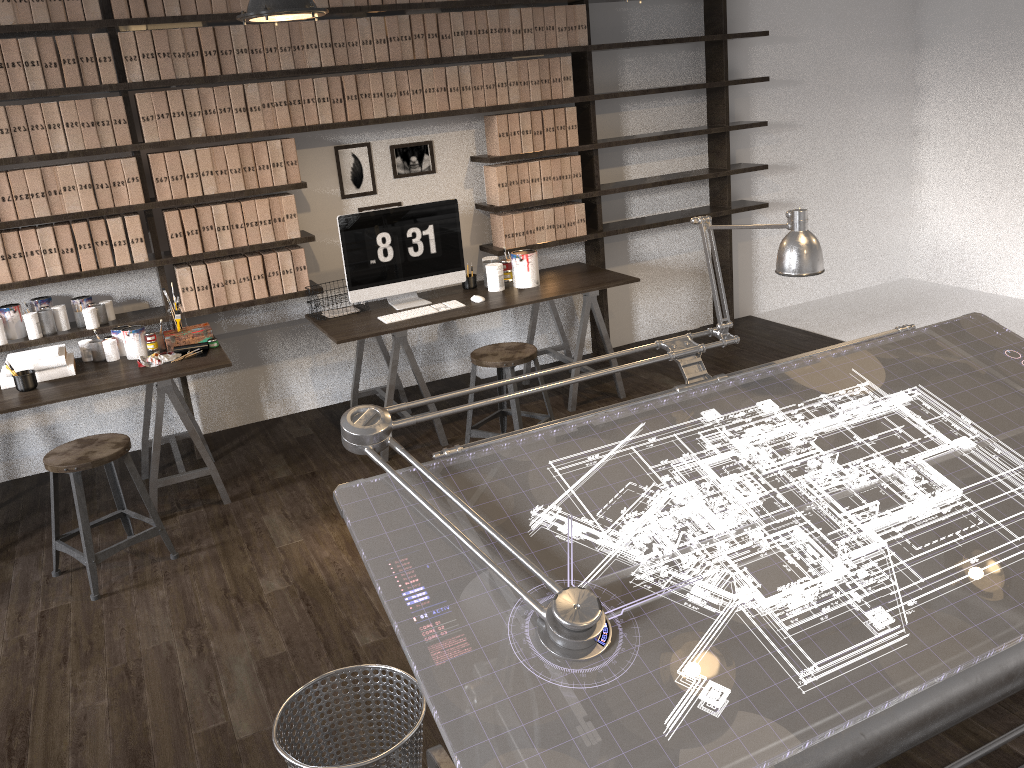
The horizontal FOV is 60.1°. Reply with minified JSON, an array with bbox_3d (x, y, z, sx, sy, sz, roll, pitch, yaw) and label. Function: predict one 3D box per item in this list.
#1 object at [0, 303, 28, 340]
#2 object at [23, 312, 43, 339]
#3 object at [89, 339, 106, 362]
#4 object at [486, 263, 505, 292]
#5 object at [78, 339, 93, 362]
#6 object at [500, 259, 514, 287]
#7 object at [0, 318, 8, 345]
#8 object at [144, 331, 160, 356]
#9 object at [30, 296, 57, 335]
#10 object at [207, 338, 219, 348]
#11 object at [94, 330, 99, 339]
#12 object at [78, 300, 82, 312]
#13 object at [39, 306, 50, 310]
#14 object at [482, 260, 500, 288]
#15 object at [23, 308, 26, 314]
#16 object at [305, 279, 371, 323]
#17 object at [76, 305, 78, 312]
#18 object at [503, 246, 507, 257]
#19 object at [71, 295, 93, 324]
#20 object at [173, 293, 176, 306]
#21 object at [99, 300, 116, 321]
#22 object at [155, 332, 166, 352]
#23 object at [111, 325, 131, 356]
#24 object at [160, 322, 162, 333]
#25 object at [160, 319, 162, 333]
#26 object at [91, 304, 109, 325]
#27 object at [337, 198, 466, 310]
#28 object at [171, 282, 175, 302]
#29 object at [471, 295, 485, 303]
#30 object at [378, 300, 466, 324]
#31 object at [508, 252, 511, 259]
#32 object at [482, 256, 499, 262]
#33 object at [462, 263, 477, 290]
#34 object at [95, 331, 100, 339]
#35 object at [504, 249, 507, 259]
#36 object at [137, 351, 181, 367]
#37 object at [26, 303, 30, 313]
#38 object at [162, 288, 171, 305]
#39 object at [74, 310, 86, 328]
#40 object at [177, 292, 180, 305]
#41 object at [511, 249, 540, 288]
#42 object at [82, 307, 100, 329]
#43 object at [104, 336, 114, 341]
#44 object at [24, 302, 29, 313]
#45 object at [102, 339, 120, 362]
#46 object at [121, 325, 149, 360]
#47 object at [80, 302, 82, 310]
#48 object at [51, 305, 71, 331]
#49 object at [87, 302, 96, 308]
[{"bbox_3d":[-2.340,-0.289,4.156,0.095,0.159,0.095,-14,19,-27],"label":"object"},{"bbox_3d":[-2.226,-0.269,4.114,0.062,0.117,0.062,6,20,33],"label":"object"},{"bbox_3d":[-1.928,-0.155,4.128,0.062,0.092,0.064,0,18,16],"label":"object"},{"bbox_3d":[-0.090,-0.575,4.783,0.094,0.142,0.096,-5,17,2],"label":"object"},{"bbox_3d":[-1.991,-0.157,4.152,0.062,0.093,0.063,0,18,16],"label":"object"},{"bbox_3d":[-0.028,-0.604,4.851,0.069,0.152,0.068,9,22,40],"label":"object"},{"bbox_3d":[-2.354,-0.237,4.054,0.062,0.117,0.062,2,19,25],"label":"object"},{"bbox_3d":[-1.679,-0.186,4.133,0.050,0.110,0.049,-12,18,-20],"label":"object"},{"bbox_3d":[-2.229,-0.321,4.217,0.094,0.159,0.207,-12,19,-21],"label":"object"},{"bbox_3d":[-1.414,-0.194,4.187,0.049,0.037,0.049,-12,19,-19],"label":"object"},{"bbox_3d":[-1.951,-0.196,4.194,0.030,0.131,0.004,-11,17,-19],"label":"object"},{"bbox_3d":[-2.057,-0.337,4.234,0.004,0.133,0.030,-14,18,-27],"label":"object"},{"bbox_3d":[-2.211,-0.305,4.214,0.044,0.126,0.045,-7,17,-6],"label":"object"},{"bbox_3d":[-0.110,-0.607,4.886,0.097,0.141,0.097,-8,17,-7],"label":"object"},{"bbox_3d":[-2.278,-0.299,4.170,0.004,0.128,0.035,-5,16,1],"label":"object"},{"bbox_3d":[-0.901,-0.438,4.579,0.286,0.158,0.205,-17,21,-30],"label":"object"},{"bbox_3d":[-2.073,-0.328,4.236,0.004,0.103,0.035,-13,18,-24],"label":"object"},{"bbox_3d":[-0.024,-0.668,4.948,0.007,0.201,0.045,-20,22,-41],"label":"object"},{"bbox_3d":[-2.094,-0.360,4.334,0.094,0.128,0.095,-18,21,-35],"label":"object"},{"bbox_3d":[-1.580,-0.340,4.178,0.005,0.177,0.022,-7,16,-5],"label":"object"},{"bbox_3d":[-1.981,-0.358,4.337,0.062,0.094,0.063,-3,17,8],"label":"object"},{"bbox_3d":[-1.683,-0.197,4.202,0.060,0.087,0.060,-11,18,-19],"label":"object"},{"bbox_3d":[-1.846,-0.206,4.214,0.095,0.126,0.095,-14,19,-26],"label":"object"},{"bbox_3d":[-1.667,-0.230,4.191,0.040,0.128,0.005,-13,18,-25],"label":"object"},{"bbox_3d":[-1.661,-0.233,4.200,0.033,0.145,0.005,-13,18,-24],"label":"object"},{"bbox_3d":[-1.986,-0.334,4.269,0.063,0.093,0.063,-3,17,8],"label":"object"},{"bbox_3d":[-0.570,-0.668,4.618,0.646,0.511,0.206,-13,18,-23],"label":"object"},{"bbox_3d":[-1.592,-0.368,4.194,0.007,0.225,0.020,-3,16,7],"label":"object"},{"bbox_3d":[-0.180,-0.443,4.591,0.059,0.028,0.107,-15,21,-26],"label":"object"},{"bbox_3d":[-0.452,-0.364,4.459,0.441,0.017,0.120,-16,21,-27],"label":"object"},{"bbox_3d":[0.002,-0.662,4.958,0.007,0.155,0.054,-19,21,-38],"label":"object"},{"bbox_3d":[-0.116,-0.640,4.984,0.094,0.142,0.096,-8,17,-7],"label":"object"},{"bbox_3d":[-0.237,-0.593,4.887,0.092,0.140,0.097,11,24,43],"label":"object"},{"bbox_3d":[-1.942,-0.197,4.192,0.036,0.116,0.005,-11,17,-18],"label":"object"},{"bbox_3d":[-0.020,-0.665,4.934,0.007,0.178,0.055,-20,22,-40],"label":"object"},{"bbox_3d":[-1.596,-0.122,4.017,0.132,0.050,0.199,8,23,35],"label":"object"},{"bbox_3d":[-2.259,-0.311,4.168,0.005,0.147,0.036,-6,16,-1],"label":"object"},{"bbox_3d":[-1.602,-0.353,4.176,0.055,0.211,0.007,-11,17,-17],"label":"object"},{"bbox_3d":[-2.069,-0.313,4.260,0.054,0.080,0.055,-17,20,-32],"label":"object"},{"bbox_3d":[-1.584,-0.345,4.184,0.071,0.183,0.008,0,17,18],"label":"object"},{"bbox_3d":[0.073,-0.623,4.819,0.145,0.193,0.145,8,21,36],"label":"object"},{"bbox_3d":[-1.999,-0.312,4.207,0.062,0.094,0.063,-3,17,8],"label":"object"},{"bbox_3d":[-1.887,-0.172,4.165,0.045,0.100,0.045,-13,18,-23],"label":"object"},{"bbox_3d":[-2.263,-0.307,4.160,0.004,0.166,0.030,-6,16,-2],"label":"object"},{"bbox_3d":[-1.860,-0.156,4.111,0.062,0.093,0.062,3,19,25],"label":"object"},{"bbox_3d":[-1.757,-0.195,4.137,0.105,0.140,0.105,-11,18,-16],"label":"object"},{"bbox_3d":[-2.057,-0.340,4.243,0.005,0.117,0.036,-14,18,-26],"label":"object"},{"bbox_3d":[-2.149,-0.313,4.221,0.062,0.117,0.062,6,20,33],"label":"object"},{"bbox_3d":[-2.032,-0.342,4.304,0.044,0.101,0.045,-16,20,-31],"label":"object"}]
